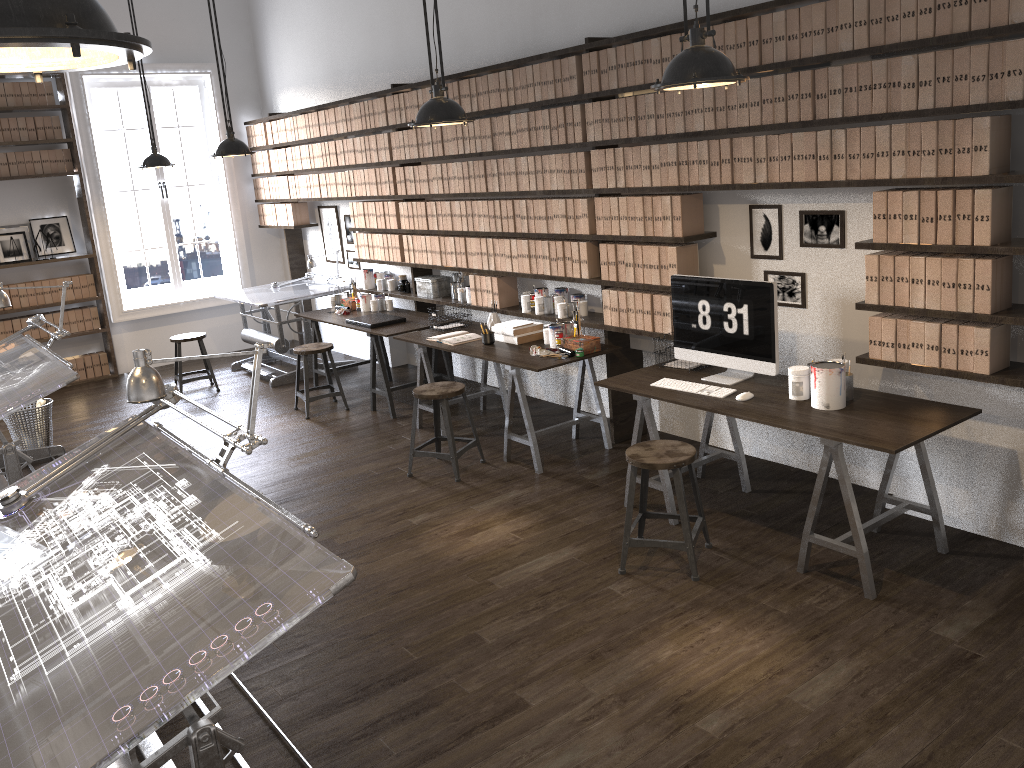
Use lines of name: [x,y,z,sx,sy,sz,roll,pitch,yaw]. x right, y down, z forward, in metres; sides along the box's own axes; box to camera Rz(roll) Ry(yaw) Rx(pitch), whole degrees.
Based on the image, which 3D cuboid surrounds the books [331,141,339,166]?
books: [-1.512,-2.068,7.935,0.175,0.223,0.067,-14,15,-35]

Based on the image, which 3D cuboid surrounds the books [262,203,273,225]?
books: [-2.582,-1.832,9.547,0.175,0.223,0.067,-14,15,-35]

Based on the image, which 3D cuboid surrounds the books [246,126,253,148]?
books: [-2.745,-2.652,9.491,0.175,0.223,0.067,-14,15,-35]

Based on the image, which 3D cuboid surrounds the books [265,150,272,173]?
books: [-2.466,-2.321,9.216,0.175,0.223,0.067,-14,15,-35]

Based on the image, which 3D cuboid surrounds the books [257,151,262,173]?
books: [-2.589,-2.352,9.379,0.175,0.223,0.067,-14,15,-35]

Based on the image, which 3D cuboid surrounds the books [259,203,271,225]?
books: [-2.631,-1.842,9.602,0.175,0.223,0.067,-14,15,-35]

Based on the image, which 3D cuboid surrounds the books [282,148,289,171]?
books: [-2.182,-2.240,8.831,0.175,0.223,0.067,-14,15,-35]

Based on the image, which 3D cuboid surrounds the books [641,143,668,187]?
books: [0.806,-1.216,4.922,0.175,0.223,0.067,-14,15,-35]

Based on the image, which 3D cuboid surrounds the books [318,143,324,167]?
books: [-1.683,-2.111,8.162,0.175,0.223,0.067,-14,15,-35]

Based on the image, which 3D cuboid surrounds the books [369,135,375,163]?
books: [-1.092,-1.962,7.384,0.175,0.223,0.067,-14,15,-35]

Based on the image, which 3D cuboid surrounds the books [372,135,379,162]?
books: [-1.056,-1.950,7.325,0.175,0.223,0.067,-14,15,-35]

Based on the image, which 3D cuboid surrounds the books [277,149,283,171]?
books: [-2.263,-2.262,8.944,0.175,0.223,0.067,-14,15,-35]

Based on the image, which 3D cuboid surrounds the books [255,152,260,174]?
books: [-2.628,-2.362,9.428,0.175,0.223,0.067,-14,15,-35]

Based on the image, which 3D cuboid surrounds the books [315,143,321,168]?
books: [-1.723,-2.123,8.222,0.175,0.223,0.067,-14,15,-35]

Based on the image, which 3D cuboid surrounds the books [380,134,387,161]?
books: [-0.976,-1.930,7.223,0.175,0.223,0.067,-14,15,-35]

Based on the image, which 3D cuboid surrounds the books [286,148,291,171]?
books: [-2.133,-2.230,8.774,0.175,0.223,0.067,-14,15,-35]

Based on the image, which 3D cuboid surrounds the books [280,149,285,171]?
books: [-2.222,-2.253,8.893,0.175,0.223,0.067,-14,15,-35]

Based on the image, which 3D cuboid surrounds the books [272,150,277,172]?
books: [-2.347,-2.282,9.049,0.175,0.223,0.067,-14,15,-35]

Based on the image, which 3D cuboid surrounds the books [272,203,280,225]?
books: [-2.422,-1.789,9.327,0.175,0.223,0.067,-14,15,-35]

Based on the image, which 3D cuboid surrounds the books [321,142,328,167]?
books: [-1.640,-2.100,8.104,0.175,0.223,0.067,-14,15,-35]

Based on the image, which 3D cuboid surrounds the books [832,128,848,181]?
books: [1.518,-1.034,3.975,0.175,0.223,0.067,-14,15,-35]

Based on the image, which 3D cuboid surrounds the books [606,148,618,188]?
books: [0.637,-1.259,5.146,0.175,0.223,0.067,-14,15,-35]

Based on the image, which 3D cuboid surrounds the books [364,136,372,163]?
books: [-1.135,-1.972,7.438,0.175,0.223,0.067,-14,15,-35]

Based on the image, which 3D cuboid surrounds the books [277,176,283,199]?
books: [-2.300,-2.021,9.083,0.175,0.223,0.067,-14,15,-35]

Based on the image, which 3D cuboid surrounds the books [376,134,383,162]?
books: [-1.013,-1.940,7.274,0.175,0.223,0.067,-14,15,-35]

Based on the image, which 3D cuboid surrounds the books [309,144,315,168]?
books: [-1.805,-2.145,8.334,0.175,0.223,0.067,-14,15,-35]

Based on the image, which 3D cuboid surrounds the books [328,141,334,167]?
books: [-1.552,-2.080,7.998,0.175,0.223,0.067,-14,15,-35]

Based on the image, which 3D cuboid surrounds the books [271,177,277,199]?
books: [-2.391,-2.041,9.192,0.175,0.223,0.067,-14,15,-35]

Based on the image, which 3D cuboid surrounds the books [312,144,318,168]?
books: [-1.762,-2.135,8.279,0.175,0.223,0.067,-14,15,-35]

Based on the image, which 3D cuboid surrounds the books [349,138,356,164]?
books: [-1.301,-2.013,7.652,0.175,0.223,0.067,-14,15,-35]

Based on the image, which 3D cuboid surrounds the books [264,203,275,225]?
books: [-2.545,-1.821,9.493,0.175,0.223,0.067,-14,15,-35]

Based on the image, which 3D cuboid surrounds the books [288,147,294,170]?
books: [-2.094,-2.218,8.715,0.175,0.223,0.067,-14,15,-35]

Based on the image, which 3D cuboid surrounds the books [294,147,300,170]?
books: [-2.007,-2.197,8.605,0.175,0.223,0.067,-14,15,-35]

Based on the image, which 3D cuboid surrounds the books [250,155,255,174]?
books: [-2.711,-2.384,9.543,0.175,0.223,0.067,-14,15,-35]

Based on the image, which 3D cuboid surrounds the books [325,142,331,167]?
books: [-1.599,-2.091,8.057,0.175,0.223,0.067,-14,15,-35]

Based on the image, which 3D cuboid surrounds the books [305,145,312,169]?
books: [-1.850,-2.155,8.387,0.175,0.223,0.067,-14,15,-35]

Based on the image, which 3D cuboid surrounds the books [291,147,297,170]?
books: [-2.049,-2.208,8.661,0.175,0.223,0.067,-14,15,-35]

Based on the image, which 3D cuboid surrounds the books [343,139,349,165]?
books: [-1.379,-2.035,7.766,0.175,0.223,0.067,-14,15,-35]

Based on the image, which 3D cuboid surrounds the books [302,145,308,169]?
books: [-1.891,-2.166,8.446,0.175,0.223,0.067,-14,15,-35]

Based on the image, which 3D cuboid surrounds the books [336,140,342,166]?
books: [-1.463,-2.057,7.879,0.175,0.223,0.067,-14,15,-35]

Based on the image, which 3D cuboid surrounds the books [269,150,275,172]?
books: [-2.387,-2.294,9.109,0.175,0.223,0.067,-14,15,-35]

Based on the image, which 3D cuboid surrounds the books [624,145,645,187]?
books: [0.728,-1.239,5.037,0.175,0.223,0.067,-14,15,-35]

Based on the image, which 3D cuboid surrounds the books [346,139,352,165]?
books: [-1.337,-2.024,7.709,0.175,0.223,0.067,-14,15,-35]

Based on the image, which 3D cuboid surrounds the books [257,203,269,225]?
books: [-2.671,-1.855,9.665,0.175,0.223,0.067,-14,15,-35]

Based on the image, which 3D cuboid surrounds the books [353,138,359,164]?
books: [-1.258,-2.004,7.602,0.175,0.223,0.067,-14,15,-35]

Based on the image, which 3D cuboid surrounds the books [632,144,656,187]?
books: [0.768,-1.228,4.980,0.175,0.223,0.067,-14,15,-35]

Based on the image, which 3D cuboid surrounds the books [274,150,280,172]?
books: [-2.304,-2.271,8.991,0.175,0.223,0.067,-14,15,-35]

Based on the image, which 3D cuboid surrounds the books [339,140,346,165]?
books: [-1.424,-2.045,7.820,0.175,0.223,0.067,-14,15,-35]

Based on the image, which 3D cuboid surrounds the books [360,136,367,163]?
books: [-1.180,-1.982,7.492,0.175,0.223,0.067,-14,15,-35]

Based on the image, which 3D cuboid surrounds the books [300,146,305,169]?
books: [-1.928,-2.176,8.497,0.175,0.223,0.067,-14,15,-35]

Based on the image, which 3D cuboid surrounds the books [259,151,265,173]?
books: [-2.553,-2.341,9.323,0.175,0.223,0.067,-14,15,-35]

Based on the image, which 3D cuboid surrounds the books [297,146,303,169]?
books: [-1.971,-2.186,8.548,0.175,0.223,0.067,-14,15,-35]

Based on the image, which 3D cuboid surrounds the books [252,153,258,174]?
books: [-2.672,-2.372,9.485,0.175,0.223,0.067,-14,15,-35]

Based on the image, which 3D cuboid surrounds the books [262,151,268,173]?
books: [-2.508,-2.332,9.273,0.175,0.223,0.067,-14,15,-35]

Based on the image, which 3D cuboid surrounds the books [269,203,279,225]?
books: [-2.468,-1.799,9.383,0.175,0.223,0.067,-14,15,-35]

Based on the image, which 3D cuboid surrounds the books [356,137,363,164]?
books: [-1.222,-1.994,7.551,0.175,0.223,0.067,-14,15,-35]
